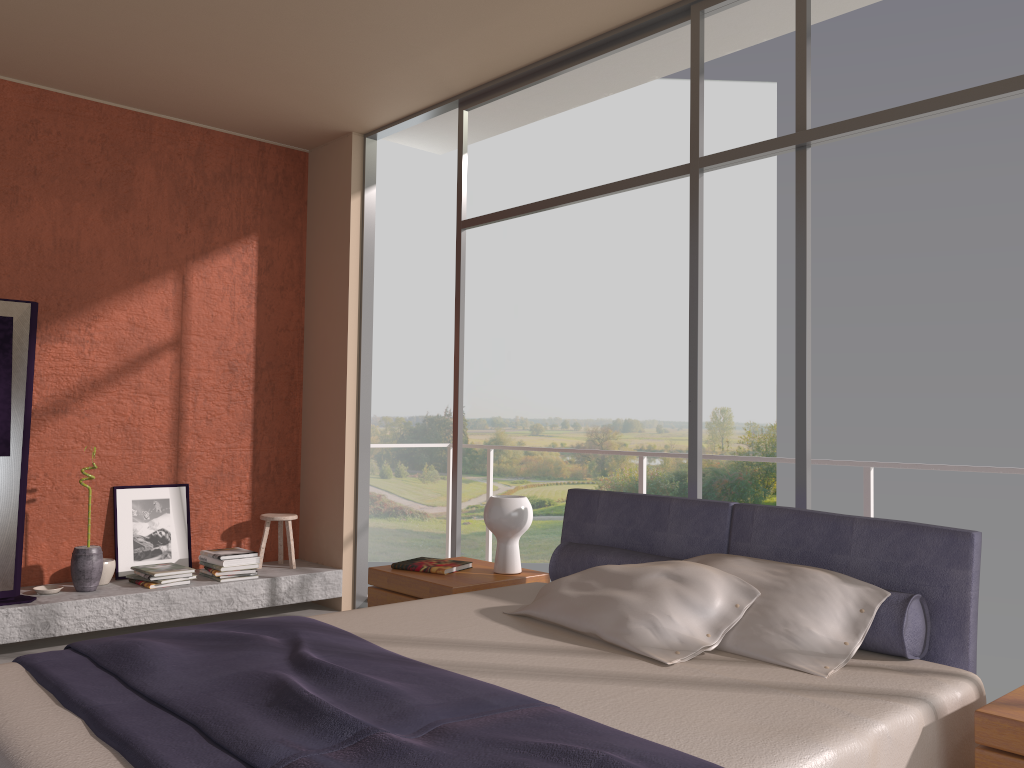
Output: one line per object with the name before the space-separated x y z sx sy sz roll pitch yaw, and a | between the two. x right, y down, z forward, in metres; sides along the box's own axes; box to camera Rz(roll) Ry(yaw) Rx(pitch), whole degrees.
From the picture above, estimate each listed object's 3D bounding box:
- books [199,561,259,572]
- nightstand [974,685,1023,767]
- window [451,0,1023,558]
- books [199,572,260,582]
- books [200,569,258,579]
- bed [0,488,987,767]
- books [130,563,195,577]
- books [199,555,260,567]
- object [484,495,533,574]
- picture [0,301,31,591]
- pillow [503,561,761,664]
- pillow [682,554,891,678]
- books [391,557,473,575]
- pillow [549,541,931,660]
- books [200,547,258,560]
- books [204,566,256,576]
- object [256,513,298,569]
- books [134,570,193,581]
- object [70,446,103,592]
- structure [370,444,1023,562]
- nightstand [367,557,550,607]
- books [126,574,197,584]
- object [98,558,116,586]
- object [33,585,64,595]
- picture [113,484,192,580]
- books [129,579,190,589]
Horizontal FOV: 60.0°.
books | -1.740 1.110 5.461 0.247 0.027 0.328 3 -3 -41
nightstand | 1.525 1.066 2.076 0.562 0.556 0.628 3 -3 -42
window | 1.708 -0.173 2.950 0.075 3.133 6.106 3 -3 -42
books | -1.741 1.177 5.458 0.247 0.018 0.328 3 -3 -41
books | -1.745 1.159 5.463 0.247 0.018 0.287 3 -3 -42
bed | -0.069 0.866 2.442 2.462 0.959 2.017 3 -3 -42
books | -2.052 1.091 5.214 0.328 0.018 0.247 -2 -4 45
books | -1.740 1.077 5.462 0.247 0.038 0.319 3 -4 -45
object | -0.018 0.679 4.008 0.224 0.338 0.224 2 -3 -31
picture | -2.974 0.293 4.300 1.129 1.496 0.126 3 -3 -42
pillow | 0.364 0.717 2.937 0.431 0.264 0.869 3 -3 -34
pillow | 0.742 0.706 2.796 0.400 0.265 0.791 3 -3 -39
books | -0.366 0.836 4.084 0.287 0.025 0.247 -1 -3 29
pillow | 0.707 0.730 3.133 0.205 0.201 1.470 3 -3 -42
books | -1.743 1.046 5.468 0.247 0.025 0.287 3 -3 -42
books | -1.731 1.137 5.443 0.247 0.025 0.287 2 -3 -31
object | -1.527 1.036 5.845 0.260 0.349 0.257 0 -3 17
books | -2.048 1.112 5.210 0.247 0.025 0.287 3 -3 -40
object | -2.367 0.749 4.959 0.165 0.810 0.165 2 -3 -19
structure | 1.861 0.831 3.320 0.728 1.005 7.689 3 -3 -42
nightstand | -0.249 1.127 4.030 0.562 0.556 0.628 3 -3 -42
books | -2.061 1.134 5.218 0.328 0.018 0.247 -1 -3 32
object | -2.401 1.094 5.147 0.179 0.137 0.180 2 -3 -30
object | -2.544 1.136 4.862 0.152 0.040 0.152 1 -3 -7
picture | -2.210 0.901 5.465 0.458 0.550 0.117 3 -3 -42
books | -2.065 1.156 5.201 0.287 0.025 0.247 -2 -4 44
